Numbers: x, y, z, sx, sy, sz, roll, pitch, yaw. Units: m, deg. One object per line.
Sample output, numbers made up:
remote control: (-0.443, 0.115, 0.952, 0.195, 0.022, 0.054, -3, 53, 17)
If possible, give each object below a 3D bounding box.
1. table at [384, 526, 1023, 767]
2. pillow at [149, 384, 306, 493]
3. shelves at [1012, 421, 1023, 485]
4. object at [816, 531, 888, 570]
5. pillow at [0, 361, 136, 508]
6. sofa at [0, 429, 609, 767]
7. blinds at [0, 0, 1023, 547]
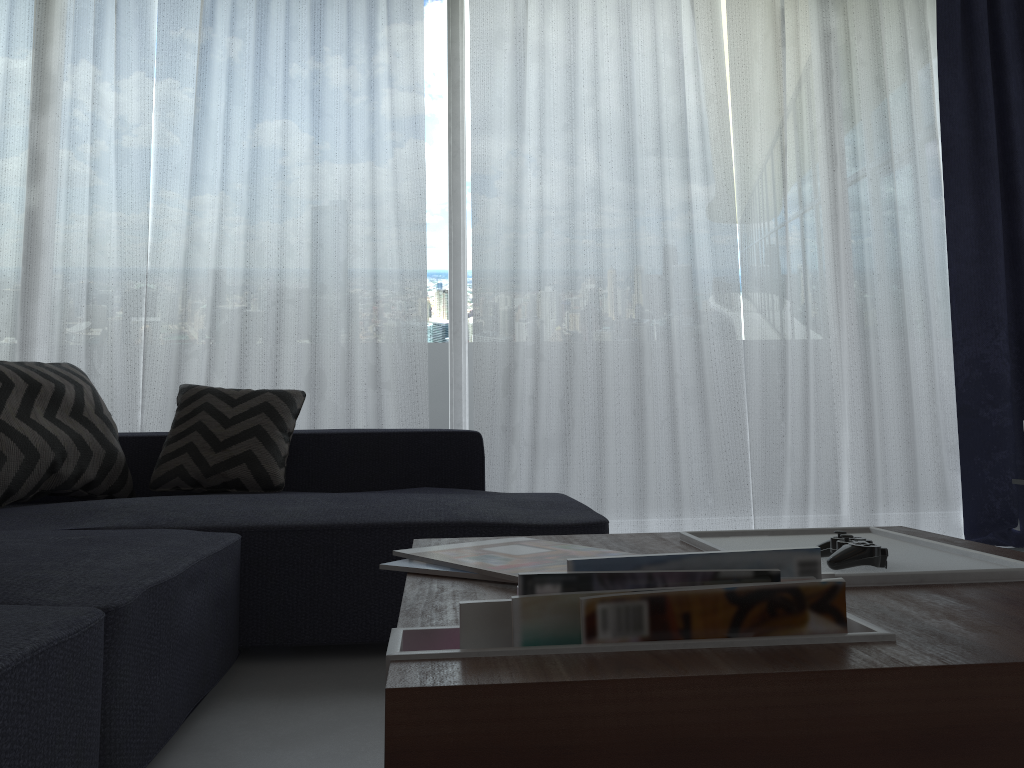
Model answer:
table: (0.279, 0.384, 1.005, 0.805, 0.356, 0.793, -1, -4, -5)
pillow: (-0.881, 0.163, 2.755, 0.415, 0.348, 0.283, -1, -6, 0)
shelves: (2.158, 0.311, 1.737, 0.873, 0.504, 2.330, -1, -3, -5)
object: (0.404, 0.197, 1.058, 0.070, 0.037, 0.111, -1, -3, 8)
pillow: (-1.414, 0.173, 2.551, 0.354, 0.523, 0.594, -4, -6, 25)
sofa: (-0.666, 0.297, 1.568, 1.899, 0.614, 2.849, -1, -3, -5)
blinds: (-0.057, -0.830, 0.994, 7.134, 2.801, 5.750, -1, -4, -1)
